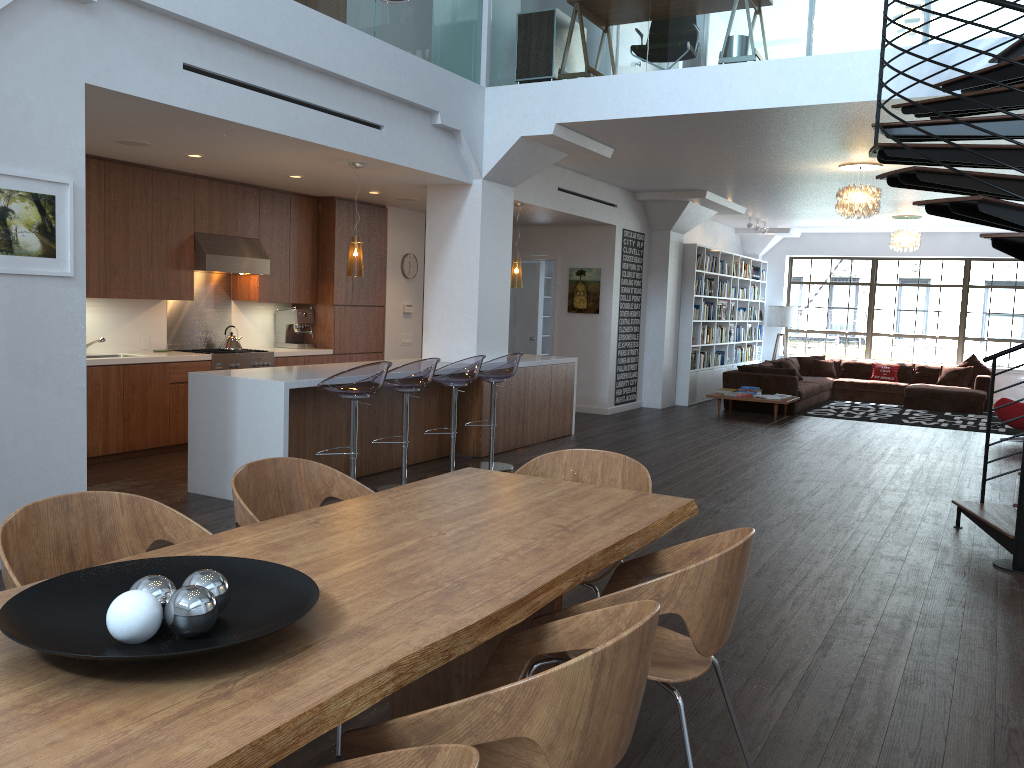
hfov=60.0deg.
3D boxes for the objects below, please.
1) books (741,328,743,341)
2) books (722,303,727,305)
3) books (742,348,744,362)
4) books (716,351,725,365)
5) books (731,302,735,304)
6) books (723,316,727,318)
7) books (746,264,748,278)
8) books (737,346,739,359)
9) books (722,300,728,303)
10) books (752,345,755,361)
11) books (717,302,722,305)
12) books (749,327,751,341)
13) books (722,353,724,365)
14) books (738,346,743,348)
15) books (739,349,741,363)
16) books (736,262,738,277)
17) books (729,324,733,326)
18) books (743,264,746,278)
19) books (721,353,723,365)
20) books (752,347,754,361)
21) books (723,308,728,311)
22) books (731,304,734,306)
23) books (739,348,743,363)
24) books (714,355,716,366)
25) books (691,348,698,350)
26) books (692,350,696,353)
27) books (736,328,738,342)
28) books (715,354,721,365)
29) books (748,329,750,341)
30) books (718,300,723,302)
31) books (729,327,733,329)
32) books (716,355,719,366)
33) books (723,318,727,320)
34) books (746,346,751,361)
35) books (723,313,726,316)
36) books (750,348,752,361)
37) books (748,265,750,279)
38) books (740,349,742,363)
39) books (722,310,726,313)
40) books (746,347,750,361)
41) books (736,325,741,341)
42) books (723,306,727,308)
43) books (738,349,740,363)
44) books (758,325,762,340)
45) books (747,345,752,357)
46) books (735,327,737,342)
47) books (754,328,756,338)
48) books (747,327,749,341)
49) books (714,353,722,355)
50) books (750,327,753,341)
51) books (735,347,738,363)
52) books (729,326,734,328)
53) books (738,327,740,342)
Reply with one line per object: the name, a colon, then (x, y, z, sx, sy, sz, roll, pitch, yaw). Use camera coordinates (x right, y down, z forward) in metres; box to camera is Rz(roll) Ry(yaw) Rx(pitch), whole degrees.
books: (4.045, -0.887, 15.885, 0.174, 0.242, 0.105, 5, 6, 29)
books: (3.503, -1.346, 14.863, 0.144, 0.024, 0.208, 6, 6, 34)
books: (4.090, -0.527, 16.033, 0.180, 0.259, 0.060, 5, 6, 28)
books: (3.524, -0.443, 15.013, 0.140, 0.231, 0.042, 5, 6, 29)
books: (3.670, -1.384, 15.151, 0.224, 0.030, 0.161, 6, 7, 39)
books: (3.484, -1.128, 14.858, 0.160, 0.039, 0.251, 6, 6, 34)
books: (4.113, -2.013, 15.836, 0.183, 0.253, 0.034, 5, 6, 29)
books: (3.937, -0.523, 15.751, 0.176, 0.290, 0.053, 5, 6, 28)
books: (3.508, -1.378, 14.854, 0.129, 0.043, 0.185, 7, 7, 43)
books: (4.494, -0.595, 16.772, 0.176, 0.290, 0.053, 5, 6, 29)
books: (3.315, -1.319, 14.497, 0.174, 0.045, 0.240, 5, 6, 28)
books: (4.323, -0.925, 16.399, 0.171, 0.246, 0.036, 5, 6, 29)
books: (3.486, -0.423, 14.939, 0.146, 0.202, 0.027, 5, 6, 29)
books: (4.066, -0.540, 15.990, 0.176, 0.290, 0.036, 5, 6, 28)
books: (3.977, -0.509, 15.817, 0.183, 0.253, 0.034, 5, 6, 28)
books: (3.793, -1.972, 15.264, 0.160, 0.251, 0.039, 5, 6, 29)
books: (3.699, -1.021, 15.260, 0.185, 0.041, 0.129, 7, 7, 43)
books: (4.056, -2.003, 15.736, 0.171, 0.246, 0.057, 5, 6, 29)
books: (3.450, -0.418, 14.865, 0.146, 0.202, 0.027, 5, 6, 29)
books: (4.455, -0.568, 16.700, 0.171, 0.246, 0.057, 5, 6, 29)
books: (3.489, -1.254, 14.853, 0.183, 0.042, 0.253, 5, 6, 29)
books: (3.665, -1.354, 15.146, 0.223, 0.031, 0.161, 5, 6, 29)
books: (4.057, -0.519, 15.957, 0.183, 0.253, 0.034, 5, 6, 28)
books: (3.270, -0.384, 14.549, 0.128, 0.178, 0.022, 5, 6, 29)
books: (2.690, -0.531, 13.465, 0.223, 0.027, 0.161, 6, 7, 38)
books: (2.692, -0.497, 13.492, 0.174, 0.045, 0.240, 4, 5, 18)
books: (3.882, -0.867, 15.586, 0.174, 0.243, 0.085, 5, 6, 29)
books: (3.418, -0.409, 14.815, 0.139, 0.191, 0.036, 5, 6, 29)
books: (4.282, -0.907, 16.304, 0.161, 0.223, 0.030, 5, 6, 29)
books: (3.313, -1.354, 14.470, 0.223, 0.027, 0.161, 6, 7, 38)
books: (3.708, -0.963, 15.259, 0.161, 0.026, 0.223, 4, 5, 18)
books: (3.379, -0.392, 14.741, 0.122, 0.169, 0.023, 5, 6, 29)
books: (3.485, -1.089, 14.862, 0.171, 0.039, 0.246, 5, 6, 29)
books: (4.325, -0.573, 16.487, 0.198, 0.284, 0.066, 5, 6, 29)
books: (3.462, -1.169, 14.862, 0.180, 0.042, 0.259, 5, 6, 29)
books: (4.365, -0.557, 16.536, 0.189, 0.247, 0.057, 5, 6, 29)
books: (4.179, -2.022, 15.955, 0.183, 0.253, 0.034, 5, 6, 29)
books: (4.028, -0.511, 15.929, 0.174, 0.240, 0.045, 5, 6, 28)
books: (3.482, -1.212, 14.864, 0.168, 0.045, 0.231, 4, 6, 24)
books: (4.311, -0.553, 16.429, 0.183, 0.253, 0.037, 5, 6, 29)
books: (3.964, -0.902, 15.757, 0.197, 0.290, 0.136, 5, 6, 29)
books: (3.487, -1.290, 14.858, 0.161, 0.033, 0.223, 5, 6, 29)
books: (3.958, -0.507, 15.790, 0.183, 0.253, 0.034, 5, 6, 28)
books: (4.730, -0.996, 17.115, 0.176, 0.290, 0.053, 5, 6, 29)
books: (4.406, -0.584, 16.570, 0.140, 0.298, 0.044, 5, 6, 29)
books: (3.832, -0.867, 15.497, 0.182, 0.255, 0.077, 5, 6, 29)
books: (4.489, -0.936, 16.700, 0.168, 0.228, 0.139, 5, 6, 29)
books: (4.245, -0.918, 16.243, 0.174, 0.251, 0.051, 5, 6, 29)
books: (3.429, -0.417, 14.845, 0.146, 0.202, 0.027, 5, 6, 29)
books: (4.382, -0.936, 16.503, 0.183, 0.253, 0.042, 5, 6, 29)
books: (3.876, -0.514, 15.659, 0.198, 0.284, 0.066, 5, 6, 28)
books: (3.705, -0.989, 15.267, 0.208, 0.024, 0.144, 6, 6, 34)
books: (3.928, -0.876, 15.660, 0.182, 0.253, 0.098, 5, 6, 29)
